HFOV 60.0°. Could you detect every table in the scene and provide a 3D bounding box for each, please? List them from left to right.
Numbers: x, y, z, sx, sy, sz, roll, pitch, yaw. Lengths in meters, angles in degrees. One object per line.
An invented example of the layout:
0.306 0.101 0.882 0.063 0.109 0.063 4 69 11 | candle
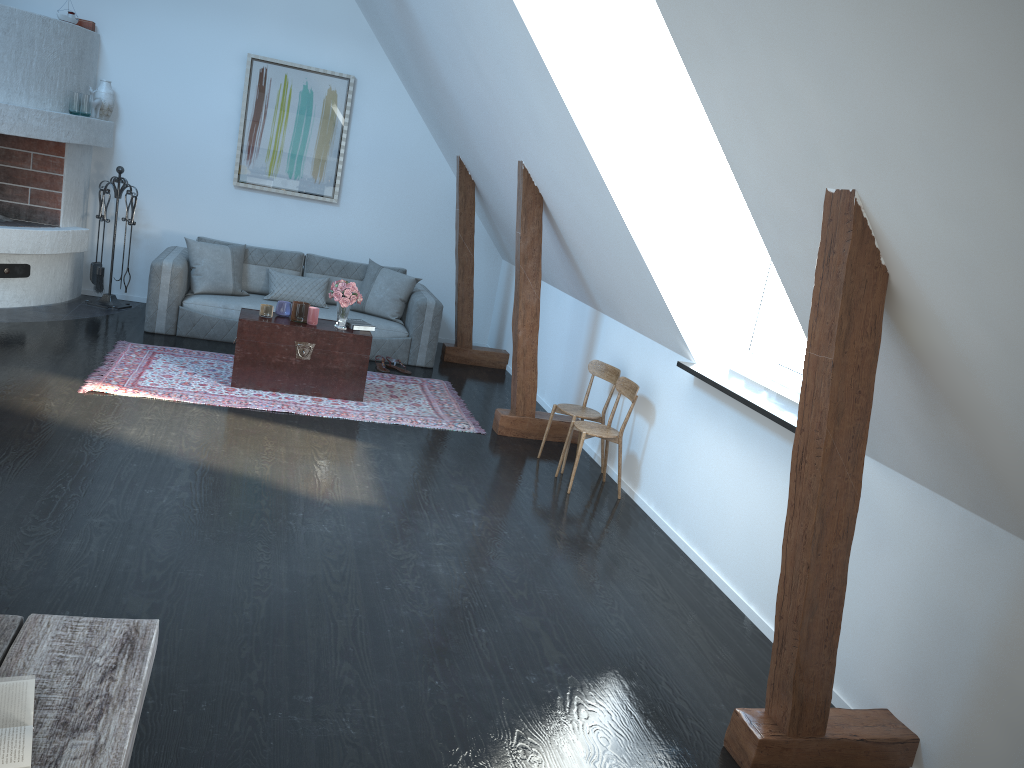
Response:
-0.999 1.065 0.509 1.141 0.788 2.421 7 13 -16 | table
-1.520 -0.211 6.419 0.962 0.492 0.471 7 13 -16 | table

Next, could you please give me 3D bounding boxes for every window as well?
-0.580 -1.825 1.304 5.959 4.249 8.018 7 13 -16 | window

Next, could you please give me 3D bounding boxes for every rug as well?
-1.597 0.010 6.483 2.647 0.029 1.512 7 13 -16 | rug

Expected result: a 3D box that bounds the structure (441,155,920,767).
1.300 0.439 2.576 1.023 1.963 12.350 7 13 -16 | structure

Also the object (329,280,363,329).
-1.217 -0.584 6.401 0.235 0.351 0.234 19 15 32 | object

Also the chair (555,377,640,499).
0.525 0.303 5.389 0.342 0.696 0.329 7 13 -15 | chair

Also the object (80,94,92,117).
-3.581 -2.339 7.446 0.092 0.180 0.092 12 13 6 | object

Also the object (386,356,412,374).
-0.963 -0.162 7.603 0.277 0.090 0.101 18 14 29 | object

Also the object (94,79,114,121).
-3.570 -2.470 7.761 0.165 0.368 0.165 -1 17 -43 | object

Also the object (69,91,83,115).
-3.587 -2.304 7.288 0.092 0.180 0.092 13 13 11 | object

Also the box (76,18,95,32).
-3.706 -3.083 7.594 0.229 0.078 0.127 7 13 -16 | box

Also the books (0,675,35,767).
-0.807 0.500 1.282 0.202 0.042 0.251 4 14 -28 | books

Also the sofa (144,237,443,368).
-1.913 -0.782 7.996 2.458 0.770 1.107 7 13 -16 | sofa

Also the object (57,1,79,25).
-3.672 -3.095 7.340 0.066 0.221 0.231 14 13 13 | object

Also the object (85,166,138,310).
-3.536 -1.309 7.888 0.376 1.245 0.376 2 15 -36 | object

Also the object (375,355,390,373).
-1.105 -0.172 7.527 0.101 0.090 0.277 4 14 -28 | object

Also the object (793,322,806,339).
1.287 -0.049 3.738 0.309 0.461 0.131 11 12 2 | object

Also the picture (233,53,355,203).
-2.041 -2.372 8.295 0.965 1.185 0.025 7 13 -16 | picture

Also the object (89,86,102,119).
-3.569 -2.407 7.586 0.081 0.258 0.150 15 13 17 | object

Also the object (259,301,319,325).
-1.582 -0.531 6.355 0.413 0.138 0.215 10 13 -5 | object

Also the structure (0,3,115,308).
-4.867 -3.213 7.250 3.058 4.752 3.049 9 13 -8 | structure

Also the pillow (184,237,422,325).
-1.838 -0.923 7.873 2.075 0.515 0.444 7 13 -16 | pillow

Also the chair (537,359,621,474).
0.446 0.202 5.772 0.342 0.696 0.329 3 15 -33 | chair

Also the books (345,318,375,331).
-1.144 -0.439 6.550 0.179 0.034 0.243 1 16 -37 | books
